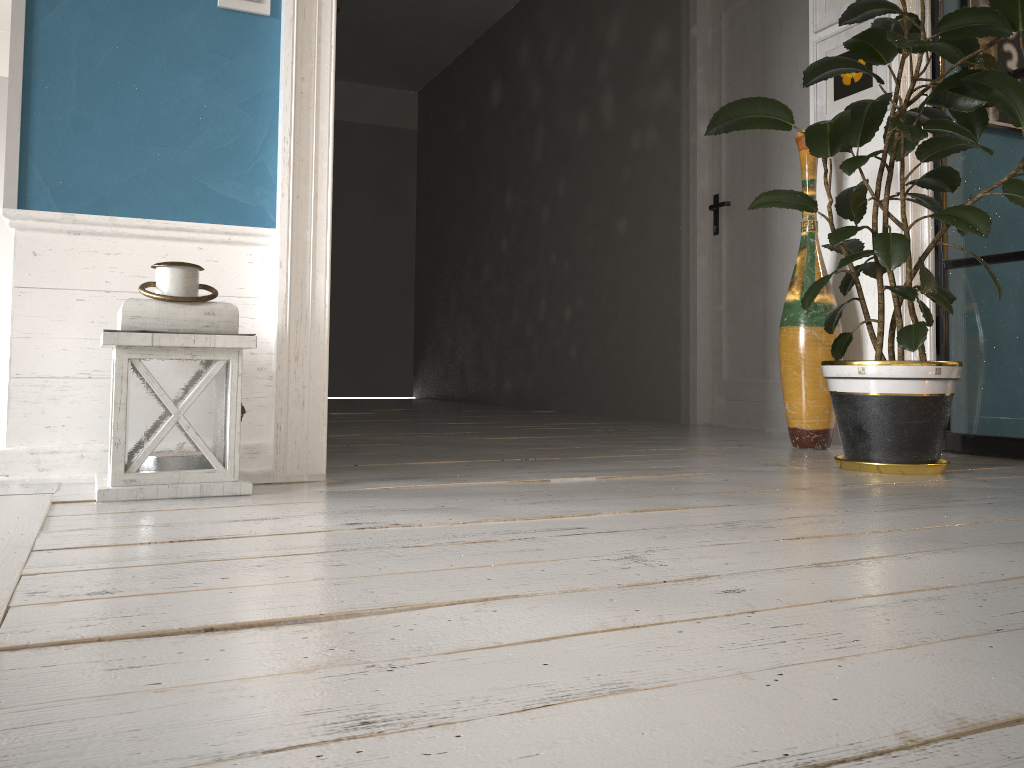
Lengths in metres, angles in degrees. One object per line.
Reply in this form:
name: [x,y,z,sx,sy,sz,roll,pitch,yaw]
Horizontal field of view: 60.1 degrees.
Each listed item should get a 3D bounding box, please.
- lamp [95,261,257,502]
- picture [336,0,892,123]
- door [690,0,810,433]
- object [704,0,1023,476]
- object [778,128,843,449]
lamp: [-0.711,-0.019,1.865,0.286,0.479,0.286,2,-2,-26]
picture: [0.363,-1.335,2.843,1.944,0.755,0.358,1,-2,-24]
door: [1.221,-0.942,4.178,0.177,2.314,1.035,2,-3,-25]
object: [1.839,-0.636,1.074,1.010,1.799,3.892,2,0,-25]
object: [1.048,-0.337,3.113,0.215,1.127,0.215,2,-3,-30]
